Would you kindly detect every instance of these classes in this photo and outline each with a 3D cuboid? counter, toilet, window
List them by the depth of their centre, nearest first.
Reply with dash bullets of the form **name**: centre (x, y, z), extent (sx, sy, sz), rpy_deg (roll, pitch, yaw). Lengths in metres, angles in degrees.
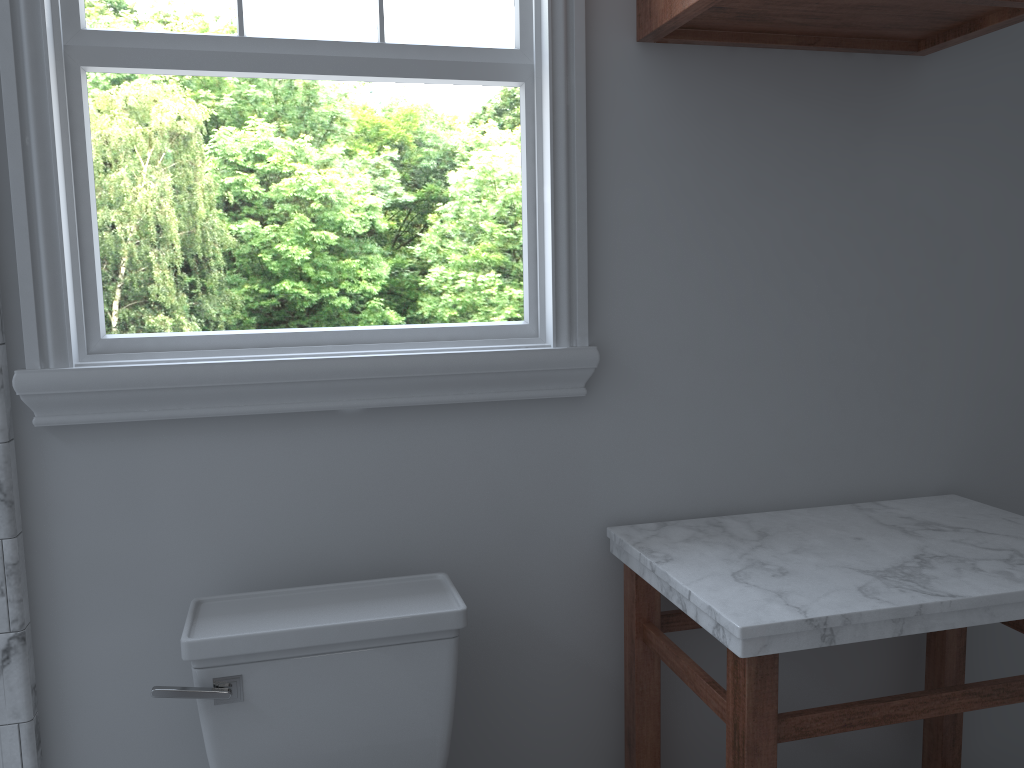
- **toilet**: centre (-0.259, 0.759, 1.273), extent (0.490, 0.727, 0.722), rpy_deg (-3, 7, -14)
- **window**: centre (-0.353, -0.578, 1.579), extent (1.040, 1.248, 0.149), rpy_deg (-3, 7, -14)
- **counter**: centre (0.665, 0.699, 1.675), extent (0.828, 0.810, 0.539), rpy_deg (-3, 7, -14)

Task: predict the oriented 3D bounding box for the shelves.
- **shelves**: centre (0.590, -0.933, 1.574), extent (0.647, 0.566, 0.357), rpy_deg (-3, 7, -14)
